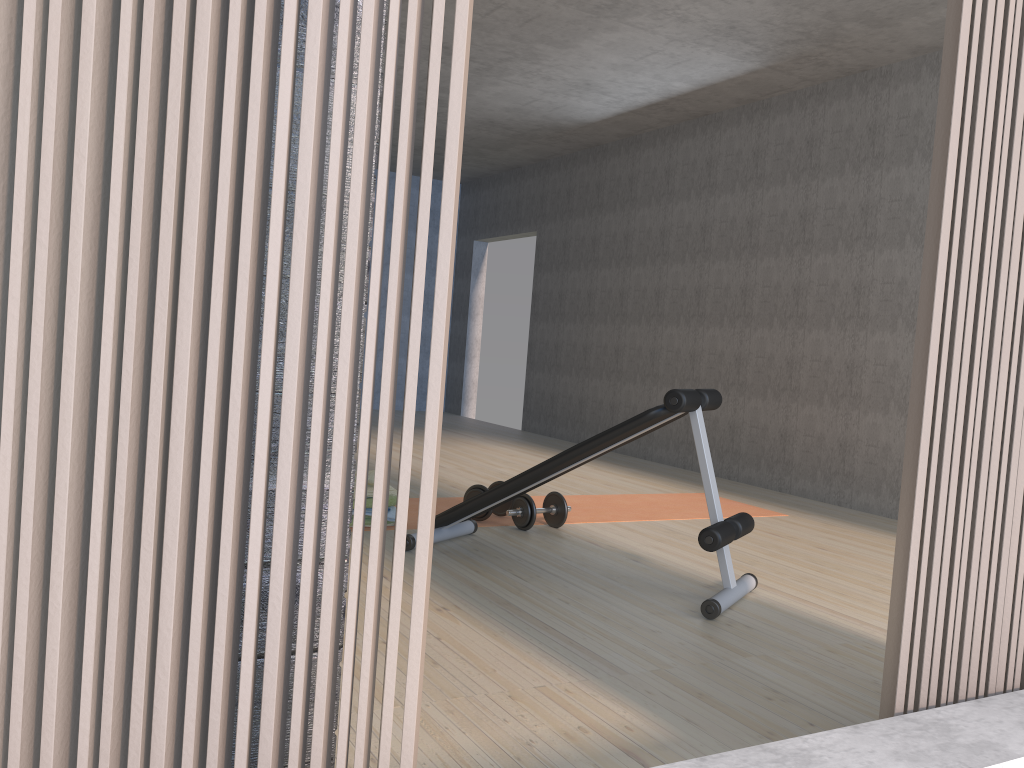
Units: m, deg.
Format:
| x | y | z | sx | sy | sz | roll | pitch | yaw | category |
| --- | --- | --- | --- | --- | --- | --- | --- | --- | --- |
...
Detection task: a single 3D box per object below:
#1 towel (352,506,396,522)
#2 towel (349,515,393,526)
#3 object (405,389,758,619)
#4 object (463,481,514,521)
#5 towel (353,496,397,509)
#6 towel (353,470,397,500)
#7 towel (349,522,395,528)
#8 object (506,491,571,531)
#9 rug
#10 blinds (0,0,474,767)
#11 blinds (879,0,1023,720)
| x | y | z | sx | sy | sz | roll | pitch | yaw | category |
| --- | --- | --- | --- | --- | --- | --- | --- | --- | --- |
| -0.721 | 0.555 | 4.050 | 0.383 | 0.078 | 0.383 | 4 | 2 | -13 | towel |
| -0.718 | 0.579 | 4.075 | 0.380 | 0.081 | 0.367 | 3 | 3 | -32 | towel |
| 0.262 | 0.352 | 3.433 | 1.312 | 0.746 | 0.505 | 6 | 3 | 30 | object |
| -0.108 | 0.569 | 4.320 | 0.176 | 0.176 | 0.385 | 6 | 3 | 32 | object |
| -0.735 | 0.518 | 4.029 | 0.376 | 0.085 | 0.371 | 3 | 3 | -25 | towel |
| -0.721 | 0.464 | 4.052 | 0.373 | 0.123 | 0.384 | 7 | 3 | 44 | towel |
| -0.740 | 0.601 | 4.073 | 0.376 | 0.044 | 0.371 | 3 | 3 | -31 | towel |
| 0.131 | 0.601 | 4.205 | 0.385 | 0.176 | 0.176 | 3 | 3 | -38 | object |
| 0.218 | 0.669 | 4.761 | 2.779 | 0.002 | 0.716 | 3 | 3 | -29 | rug |
| -0.521 | -0.602 | 0.828 | 1.133 | 2.744 | 0.069 | 3 | 3 | -29 | blinds |
| 1.247 | -0.507 | 1.828 | 1.133 | 2.744 | 0.069 | 3 | 3 | -29 | blinds |
